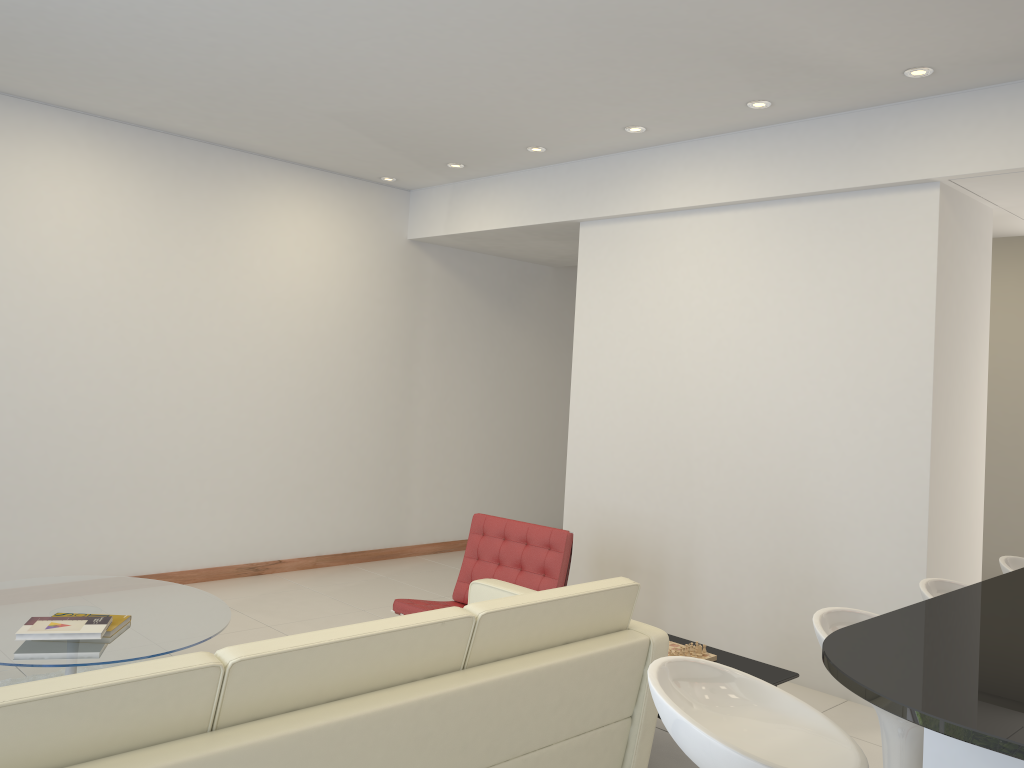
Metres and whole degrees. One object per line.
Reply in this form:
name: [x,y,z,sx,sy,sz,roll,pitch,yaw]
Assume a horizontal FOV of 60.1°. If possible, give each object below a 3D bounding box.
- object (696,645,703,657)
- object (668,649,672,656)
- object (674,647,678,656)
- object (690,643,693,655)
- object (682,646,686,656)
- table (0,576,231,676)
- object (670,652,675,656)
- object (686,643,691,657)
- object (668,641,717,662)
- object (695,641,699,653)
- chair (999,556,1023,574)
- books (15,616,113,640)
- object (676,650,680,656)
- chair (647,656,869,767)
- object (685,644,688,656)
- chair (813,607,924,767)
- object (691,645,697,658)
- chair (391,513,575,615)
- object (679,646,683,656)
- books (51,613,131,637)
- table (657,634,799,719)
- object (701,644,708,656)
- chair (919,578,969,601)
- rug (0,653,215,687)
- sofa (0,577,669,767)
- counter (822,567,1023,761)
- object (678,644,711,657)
object: [0.823,1.171,3.890,0.030,0.052,0.030,2,-3,38]
object: [0.681,1.164,3.808,0.030,0.050,0.030,5,-3,-37]
object: [0.709,1.166,3.835,0.030,0.050,0.030,5,-3,-37]
object: [0.795,1.170,3.919,0.030,0.050,0.030,5,-3,-37]
object: [0.738,1.160,3.807,0.030,0.064,0.030,5,-3,-37]
table: [-2.030,1.263,4.098,1.538,0.405,1.317,4,0,45]
object: [0.680,1.163,3.751,0.030,0.052,0.030,2,-3,38]
object: [0.766,1.159,3.835,0.030,0.070,0.030,5,-3,-37]
object: [0.652,1.196,3.919,0.359,0.021,0.360,3,0,-44]
object: [0.824,1.172,3.946,0.030,0.050,0.030,5,-3,-37]
chair: [2.095,1.211,3.357,0.456,1.024,0.464,5,-3,-33]
books: [-1.888,1.030,3.746,0.323,0.027,0.255,3,0,-15]
object: [0.709,1.163,3.779,0.030,0.055,0.030,5,-3,-37]
chair: [0.481,1.124,1.788,0.465,1.024,0.455,2,-3,32]
object: [0.767,1.169,3.891,0.030,0.050,0.030,5,-3,-37]
chair: [1.004,1.152,2.299,0.456,1.024,0.464,5,-3,-33]
object: [0.795,1.168,3.862,0.030,0.055,0.030,5,-3,-37]
chair: [-0.148,1.168,4.734,0.700,0.819,0.704,2,-2,41]
object: [0.738,1.167,3.863,0.030,0.050,0.030,5,-3,-37]
books: [-1.882,1.056,3.889,0.323,0.027,0.255,3,0,-5]
table: [0.659,1.419,3.878,0.699,0.423,0.917,4,-1,-44]
object: [0.852,1.177,3.917,0.030,0.044,0.030,5,-2,-37]
chair: [1.527,1.181,2.806,0.456,1.024,0.464,5,-3,-33]
rug: [-1.492,1.500,3.506,3.319,0.005,2.445,3,0,-43]
sofa: [-0.714,1.088,2.619,2.558,0.925,1.001,3,-1,-44]
counter: [1.662,0.493,2.079,2.957,0.019,0.736,3,0,-44]
object: [0.653,1.185,3.920,0.345,0.001,0.350,3,0,-44]
